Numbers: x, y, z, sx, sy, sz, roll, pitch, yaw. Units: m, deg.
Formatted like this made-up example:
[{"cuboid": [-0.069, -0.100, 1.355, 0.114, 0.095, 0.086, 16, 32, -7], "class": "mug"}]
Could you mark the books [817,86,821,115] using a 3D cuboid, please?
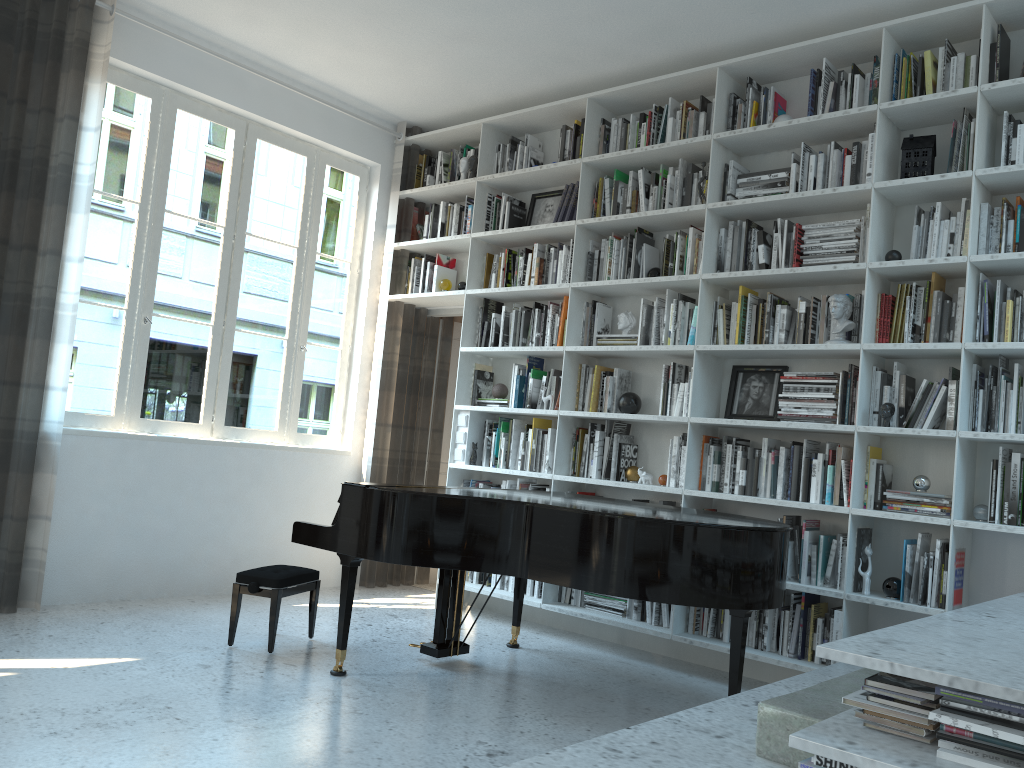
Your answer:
[{"cuboid": [1.568, -1.359, 4.426, 0.031, 0.208, 0.147, 2, -5, 41], "class": "books"}]

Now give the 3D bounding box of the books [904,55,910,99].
[{"cuboid": [1.868, -1.378, 4.142, 0.006, 0.259, 0.166, 2, -5, 41], "class": "books"}]

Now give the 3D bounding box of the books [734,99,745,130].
[{"cuboid": [1.232, -1.378, 4.718, 0.023, 0.227, 0.157, 2, -5, 41], "class": "books"}]

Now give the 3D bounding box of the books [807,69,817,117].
[{"cuboid": [1.526, -1.404, 4.442, 0.014, 0.292, 0.176, 2, -5, 41], "class": "books"}]

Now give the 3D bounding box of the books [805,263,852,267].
[{"cuboid": [1.562, -0.556, 4.302, 0.254, 0.012, 0.161, 1, -6, 44], "class": "books"}]

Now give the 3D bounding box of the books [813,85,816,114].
[{"cuboid": [1.545, -1.389, 4.446, 0.011, 0.266, 0.129, 2, -5, 41], "class": "books"}]

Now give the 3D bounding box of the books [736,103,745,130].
[{"cuboid": [1.240, -1.362, 4.692, 0.026, 0.194, 0.166, 2, -5, 41], "class": "books"}]

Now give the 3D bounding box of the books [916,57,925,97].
[{"cuboid": [1.906, -1.365, 4.096, 0.015, 0.233, 0.171, 2, -5, 41], "class": "books"}]

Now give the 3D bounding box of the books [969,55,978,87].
[{"cuboid": [2.080, -1.339, 3.959, 0.022, 0.194, 0.182, 2, -5, 41], "class": "books"}]

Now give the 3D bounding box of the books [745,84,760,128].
[{"cuboid": [1.274, -1.411, 4.680, 0.010, 0.296, 0.153, 2, -5, 41], "class": "books"}]

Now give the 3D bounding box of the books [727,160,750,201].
[{"cuboid": [1.190, -1.027, 4.667, 0.021, 0.249, 0.192, 2, -5, 41], "class": "books"}]

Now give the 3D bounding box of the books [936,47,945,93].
[{"cuboid": [1.986, -1.381, 4.061, 0.030, 0.274, 0.151, 2, -5, 41], "class": "books"}]

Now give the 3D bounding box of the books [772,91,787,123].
[{"cuboid": [1.385, -1.377, 4.597, 0.004, 0.235, 0.137, 2, -5, 41], "class": "books"}]

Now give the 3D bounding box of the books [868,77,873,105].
[{"cuboid": [1.749, -1.352, 4.271, 0.014, 0.204, 0.135, 2, -5, 41], "class": "books"}]

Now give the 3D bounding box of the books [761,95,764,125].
[{"cuboid": [1.335, -1.372, 4.613, 0.016, 0.219, 0.144, 2, -5, 41], "class": "books"}]

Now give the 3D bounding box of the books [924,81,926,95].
[{"cuboid": [1.938, -1.376, 4.117, 0.007, 0.264, 0.133, 2, -5, 41], "class": "books"}]

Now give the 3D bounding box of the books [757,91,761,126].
[{"cuboid": [1.323, -1.386, 4.640, 0.014, 0.248, 0.139, 2, -5, 41], "class": "books"}]

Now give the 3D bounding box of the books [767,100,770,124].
[{"cuboid": [1.361, -1.354, 4.597, 0.010, 0.186, 0.152, 2, -5, 41], "class": "books"}]

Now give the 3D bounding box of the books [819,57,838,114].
[{"cuboid": [1.575, -1.422, 4.399, 0.010, 0.331, 0.186, 2, -5, 41], "class": "books"}]

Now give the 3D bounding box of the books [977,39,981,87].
[{"cuboid": [2.101, -1.369, 3.925, 0.029, 0.253, 0.186, 2, -5, 41], "class": "books"}]

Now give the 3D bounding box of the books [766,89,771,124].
[{"cuboid": [1.362, -1.385, 4.614, 0.013, 0.249, 0.148, 2, -5, 41], "class": "books"}]

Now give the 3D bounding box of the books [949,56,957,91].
[{"cuboid": [2.015, -1.346, 4.005, 0.024, 0.201, 0.180, 2, -5, 41], "class": "books"}]

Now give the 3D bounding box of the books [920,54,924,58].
[{"cuboid": [1.910, -1.377, 4.118, 0.008, 0.262, 0.142, 2, -5, 41], "class": "books"}]

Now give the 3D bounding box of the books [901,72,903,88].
[{"cuboid": [1.858, -1.344, 4.159, 0.015, 0.192, 0.160, 2, -5, 41], "class": "books"}]

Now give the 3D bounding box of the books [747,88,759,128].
[{"cuboid": [1.279, -1.397, 4.654, 0.011, 0.264, 0.163, 2, -5, 41], "class": "books"}]

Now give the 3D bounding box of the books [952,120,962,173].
[{"cuboid": [2.006, -1.016, 3.964, 0.022, 0.271, 0.181, 2, -5, 41], "class": "books"}]

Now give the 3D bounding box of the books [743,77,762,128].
[{"cuboid": [1.271, -1.433, 4.693, 0.014, 0.340, 0.145, 2, -5, 41], "class": "books"}]

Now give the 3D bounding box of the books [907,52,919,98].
[{"cuboid": [1.881, -1.386, 4.147, 0.007, 0.279, 0.150, 2, -5, 41], "class": "books"}]

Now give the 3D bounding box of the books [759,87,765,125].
[{"cuboid": [1.329, -1.394, 4.627, 0.013, 0.264, 0.147, 2, -5, 41], "class": "books"}]

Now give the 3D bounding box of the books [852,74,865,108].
[{"cuboid": [1.690, -1.356, 4.272, 0.023, 0.202, 0.193, 2, -5, 41], "class": "books"}]

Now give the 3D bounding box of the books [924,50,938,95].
[{"cuboid": [1.940, -1.374, 4.072, 0.054, 0.254, 0.191, 2, -5, 41], "class": "books"}]

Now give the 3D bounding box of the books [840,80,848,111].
[{"cuboid": [1.645, -1.356, 4.333, 0.033, 0.202, 0.166, 2, -5, 41], "class": "books"}]

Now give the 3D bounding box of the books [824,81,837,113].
[{"cuboid": [1.595, -1.361, 4.380, 0.050, 0.210, 0.173, 2, -5, 41], "class": "books"}]

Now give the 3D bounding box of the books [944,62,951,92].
[{"cuboid": [1.995, -1.335, 4.019, 0.022, 0.180, 0.173, 2, -5, 41], "class": "books"}]

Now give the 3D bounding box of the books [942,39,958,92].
[{"cuboid": [1.991, -1.394, 4.035, 0.010, 0.297, 0.167, 2, -5, 41], "class": "books"}]

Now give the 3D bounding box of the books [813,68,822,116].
[{"cuboid": [1.549, -1.404, 4.433, 0.011, 0.296, 0.157, 2, -5, 41], "class": "books"}]

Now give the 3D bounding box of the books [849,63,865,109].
[{"cuboid": [1.676, -1.390, 4.298, 0.010, 0.270, 0.180, 2, -5, 41], "class": "books"}]

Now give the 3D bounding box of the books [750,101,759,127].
[{"cuboid": [1.297, -1.361, 4.650, 0.023, 0.195, 0.172, 2, -5, 41], "class": "books"}]

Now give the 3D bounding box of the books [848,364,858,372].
[{"cuboid": [1.613, 0.061, 4.195, 0.011, 0.299, 0.130, 2, -5, 41], "class": "books"}]

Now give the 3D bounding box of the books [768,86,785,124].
[{"cuboid": [1.368, -1.389, 4.588, 0.011, 0.256, 0.143, 2, -5, 41], "class": "books"}]

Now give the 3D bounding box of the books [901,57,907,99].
[{"cuboid": [1.852, -1.370, 4.134, 0.007, 0.239, 0.191, 2, -5, 41], "class": "books"}]

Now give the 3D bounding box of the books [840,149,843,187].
[{"cuboid": [1.632, -1.007, 4.319, 0.011, 0.238, 0.139, 2, -5, 41], "class": "books"}]

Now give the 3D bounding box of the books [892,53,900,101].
[{"cuboid": [1.829, -1.389, 4.177, 0.008, 0.278, 0.170, 2, -5, 41], "class": "books"}]

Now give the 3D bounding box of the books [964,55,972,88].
[{"cuboid": [2.067, -1.343, 3.981, 0.025, 0.203, 0.162, 2, -5, 41], "class": "books"}]

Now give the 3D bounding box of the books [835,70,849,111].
[{"cuboid": [1.638, -1.387, 4.370, 0.028, 0.269, 0.140, 2, -5, 41], "class": "books"}]

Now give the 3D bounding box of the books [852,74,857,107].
[{"cuboid": [1.688, -1.362, 4.297, 0.012, 0.217, 0.179, 2, -5, 41], "class": "books"}]

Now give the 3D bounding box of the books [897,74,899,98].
[{"cuboid": [1.848, -1.349, 4.183, 0.016, 0.204, 0.143, 2, -5, 41], "class": "books"}]

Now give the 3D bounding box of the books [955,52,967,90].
[{"cuboid": [2.033, -1.351, 3.984, 0.031, 0.213, 0.170, 2, -5, 41], "class": "books"}]

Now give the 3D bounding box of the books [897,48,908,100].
[{"cuboid": [1.850, -1.397, 4.165, 0.007, 0.298, 0.181, 2, -5, 41], "class": "books"}]

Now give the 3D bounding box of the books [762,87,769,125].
[{"cuboid": [1.343, -1.390, 4.606, 0.005, 0.255, 0.168, 2, -5, 41], "class": "books"}]

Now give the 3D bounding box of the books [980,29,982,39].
[{"cuboid": [2.110, -1.404, 3.965, 0.012, 0.329, 0.128, 2, -5, 41], "class": "books"}]

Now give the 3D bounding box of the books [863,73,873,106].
[{"cuboid": [1.739, -1.366, 4.290, 0.026, 0.233, 0.137, 2, -5, 41], "class": "books"}]

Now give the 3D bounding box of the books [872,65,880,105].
[{"cuboid": [1.766, -1.372, 4.240, 0.028, 0.243, 0.161, 2, -5, 41], "class": "books"}]

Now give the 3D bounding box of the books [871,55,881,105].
[{"cuboid": [1.759, -1.404, 4.261, 0.012, 0.308, 0.138, 2, -5, 41], "class": "books"}]

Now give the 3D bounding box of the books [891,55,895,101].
[{"cuboid": [1.833, -1.390, 4.197, 0.012, 0.285, 0.159, 2, -5, 41], "class": "books"}]

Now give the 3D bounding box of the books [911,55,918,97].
[{"cuboid": [1.889, -1.378, 4.126, 0.034, 0.260, 0.157, 2, -5, 41], "class": "books"}]

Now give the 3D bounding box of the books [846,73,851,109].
[{"cuboid": [1.671, -1.371, 4.319, 0.023, 0.236, 0.154, 2, -5, 41], "class": "books"}]

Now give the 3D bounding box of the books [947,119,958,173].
[{"cuboid": [1.985, -1.019, 3.965, 0.021, 0.272, 0.190, 2, -5, 41], "class": "books"}]
